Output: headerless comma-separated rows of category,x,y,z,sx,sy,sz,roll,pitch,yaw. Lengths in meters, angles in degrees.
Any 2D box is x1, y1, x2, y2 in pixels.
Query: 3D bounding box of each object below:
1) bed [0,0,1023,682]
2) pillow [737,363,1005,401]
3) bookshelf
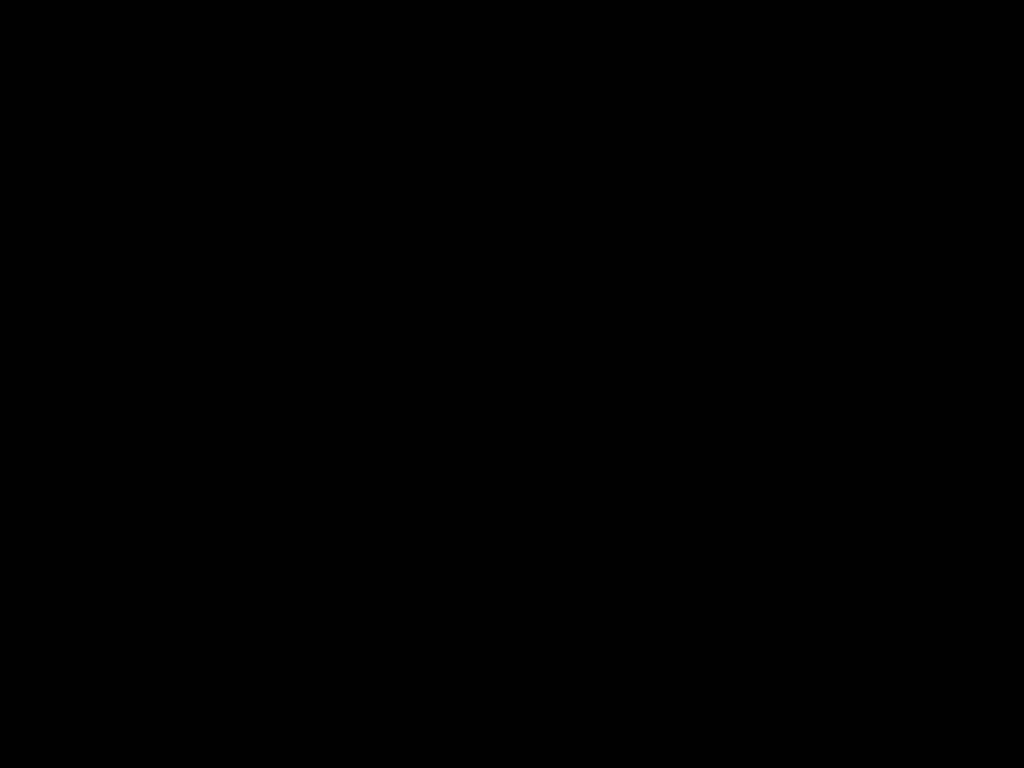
bed,-0.616,-0.316,0.053,2.087,0.994,3.009,5,-3,27
pillow,0.378,-0.080,1.298,0.498,0.241,0.470,6,-2,-8
bookshelf,0.182,0.178,1.656,1.495,0.303,0.643,5,-3,27
